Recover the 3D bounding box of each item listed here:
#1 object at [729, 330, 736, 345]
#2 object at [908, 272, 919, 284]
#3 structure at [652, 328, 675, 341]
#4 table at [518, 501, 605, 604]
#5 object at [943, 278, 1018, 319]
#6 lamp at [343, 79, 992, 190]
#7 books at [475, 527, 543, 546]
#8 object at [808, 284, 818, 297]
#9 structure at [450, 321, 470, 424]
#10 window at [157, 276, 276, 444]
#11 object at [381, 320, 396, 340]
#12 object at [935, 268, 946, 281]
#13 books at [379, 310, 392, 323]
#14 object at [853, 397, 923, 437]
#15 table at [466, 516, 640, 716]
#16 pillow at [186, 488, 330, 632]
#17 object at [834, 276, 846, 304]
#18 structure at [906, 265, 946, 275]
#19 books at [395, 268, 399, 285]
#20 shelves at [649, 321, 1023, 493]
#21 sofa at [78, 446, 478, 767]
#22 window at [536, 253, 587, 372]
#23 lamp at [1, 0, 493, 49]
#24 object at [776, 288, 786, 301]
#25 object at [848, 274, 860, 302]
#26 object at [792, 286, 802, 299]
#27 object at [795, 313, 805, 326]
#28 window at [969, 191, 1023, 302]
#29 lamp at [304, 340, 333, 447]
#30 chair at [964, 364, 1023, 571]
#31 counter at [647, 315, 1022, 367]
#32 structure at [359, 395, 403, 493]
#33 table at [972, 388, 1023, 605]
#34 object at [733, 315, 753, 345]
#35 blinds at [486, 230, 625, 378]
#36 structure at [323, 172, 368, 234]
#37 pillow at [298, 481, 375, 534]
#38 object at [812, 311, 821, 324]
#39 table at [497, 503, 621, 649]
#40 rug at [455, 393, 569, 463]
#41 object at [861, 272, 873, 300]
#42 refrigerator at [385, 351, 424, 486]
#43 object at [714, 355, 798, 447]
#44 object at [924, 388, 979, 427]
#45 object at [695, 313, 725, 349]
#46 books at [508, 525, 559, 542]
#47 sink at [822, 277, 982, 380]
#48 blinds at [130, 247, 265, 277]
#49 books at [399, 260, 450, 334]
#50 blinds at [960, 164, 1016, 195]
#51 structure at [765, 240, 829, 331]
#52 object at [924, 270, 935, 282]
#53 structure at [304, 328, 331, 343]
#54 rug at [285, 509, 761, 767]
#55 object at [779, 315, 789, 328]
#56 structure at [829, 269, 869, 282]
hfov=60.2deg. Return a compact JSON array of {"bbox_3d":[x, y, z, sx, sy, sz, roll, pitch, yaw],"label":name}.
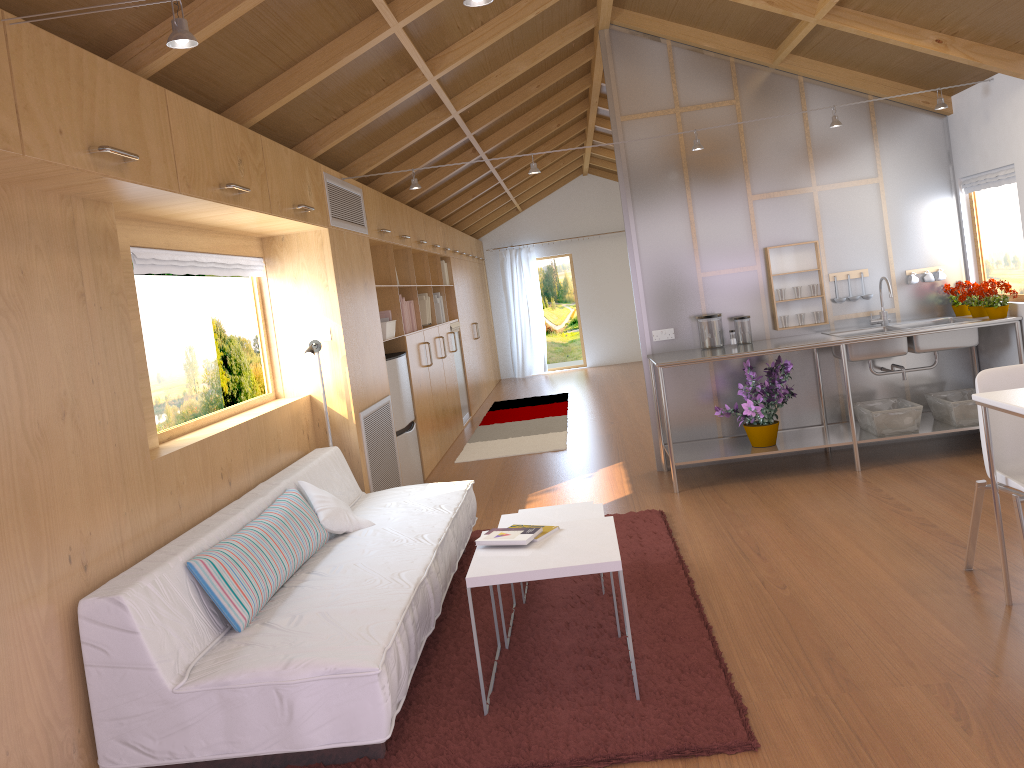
[{"bbox_3d":[1.409,-0.298,5.640,0.037,0.092,0.037,-7,2,19],"label":"object"},{"bbox_3d":[2.595,-0.685,5.717,0.059,0.080,0.063,-8,3,4],"label":"object"},{"bbox_3d":[1.004,-0.326,5.858,0.142,0.071,0.011,-7,2,4],"label":"structure"},{"bbox_3d":[0.208,0.727,3.856,0.341,0.308,0.371,-7,4,4],"label":"table"},{"bbox_3d":[2.843,-0.521,5.393,0.233,0.234,0.692,-7,5,5],"label":"object"},{"bbox_3d":[0.878,-1.427,5.205,3.825,0.152,0.073,-7,2,4],"label":"lamp"},{"bbox_3d":[-0.010,0.531,3.081,0.192,0.016,0.154,-5,6,24],"label":"books"},{"bbox_3d":[1.960,-0.608,5.742,0.061,0.077,0.061,-9,3,-22],"label":"object"},{"bbox_3d":[-0.676,-0.113,9.441,0.315,1.076,0.728,-8,3,5],"label":"structure"},{"bbox_3d":[-1.437,-0.222,4.179,0.035,0.787,1.504,-8,5,5],"label":"window"},{"bbox_3d":[-0.944,-0.373,6.262,0.203,0.122,0.351,-7,5,4],"label":"object"},{"bbox_3d":[2.765,-0.707,5.704,0.059,0.080,0.063,-8,3,4],"label":"object"},{"bbox_3d":[-0.944,-0.428,6.385,0.150,0.192,0.089,-8,2,4],"label":"books"},{"bbox_3d":[2.292,0.202,5.402,0.298,0.158,0.416,-7,5,4],"label":"object"},{"bbox_3d":[0.142,0.759,2.994,0.485,0.437,0.527,-7,4,4],"label":"table"},{"bbox_3d":[-0.911,0.624,3.340,0.171,0.251,1.047,-8,6,5],"label":"pillow"},{"bbox_3d":[2.119,-0.612,5.730,0.074,0.182,0.075,-6,2,36],"label":"object"},{"bbox_3d":[2.681,-0.735,5.715,0.250,0.032,0.041,-7,4,4],"label":"structure"},{"bbox_3d":[-0.984,-0.887,6.773,0.175,0.296,0.280,-8,3,4],"label":"books"},{"bbox_3d":[1.970,0.109,5.490,2.090,0.751,0.635,-7,3,4],"label":"shelves"},{"bbox_3d":[-0.692,0.730,3.609,0.862,0.626,2.366,-7,6,5],"label":"sofa"},{"bbox_3d":[0.620,-1.098,13.811,0.874,1.782,0.026,-8,1,4],"label":"window"},{"bbox_3d":[0.665,-1.070,2.022,3.825,0.152,0.073,-7,2,4],"label":"lamp"},{"bbox_3d":[1.755,-0.581,5.756,0.061,0.077,0.062,-7,3,16],"label":"object"},{"bbox_3d":[2.204,-0.623,5.723,0.074,0.182,0.075,-6,2,36],"label":"object"},{"bbox_3d":[1.857,-0.594,5.749,0.061,0.077,0.061,-9,3,-22],"label":"object"},{"bbox_3d":[1.881,-0.419,5.753,0.061,0.077,0.061,-9,3,-22],"label":"object"},{"bbox_3d":[2.956,-0.893,5.316,0.026,0.793,0.727,-8,3,5],"label":"window"},{"bbox_3d":[-0.973,0.350,4.786,0.183,1.194,0.254,-8,2,-20],"label":"lamp"},{"bbox_3d":[1.953,0.335,3.154,0.531,0.784,0.549,-8,3,4],"label":"chair"},{"bbox_3d":[1.917,-0.281,5.480,2.107,0.021,0.653,-7,6,4],"label":"counter"},{"bbox_3d":[-0.788,0.474,5.436,0.013,0.719,0.823,-8,4,5],"label":"structure"},{"bbox_3d":[2.226,0.375,2.616,1.208,0.741,0.903,-7,4,4],"label":"table"},{"bbox_3d":[1.498,-0.349,5.729,0.113,0.176,0.114,-7,3,25],"label":"object"},{"bbox_3d":[1.145,-1.266,13.605,2.845,2.032,0.233,-8,1,3],"label":"blinds"},{"bbox_3d":[-1.003,-1.083,5.373,0.013,0.299,0.907,-8,5,5],"label":"structure"},{"bbox_3d":[-0.793,0.542,3.956,0.269,0.251,0.345,-10,5,-32],"label":"pillow"},{"bbox_3d":[1.984,-0.432,5.746,0.061,0.077,0.061,-9,3,-22],"label":"object"},{"bbox_3d":[0.176,0.735,3.455,0.424,0.382,0.461,-7,4,4],"label":"table"},{"bbox_3d":[0.110,0.380,9.031,0.916,0.011,3.740,-7,6,5],"label":"rug"},{"bbox_3d":[2.289,-0.634,5.717,0.074,0.182,0.075,-6,2,36],"label":"object"},{"bbox_3d":[-0.837,0.292,6.289,0.261,0.984,0.716,-8,3,5],"label":"refrigerator"},{"bbox_3d":[1.519,0.106,5.407,0.525,0.551,0.352,-8,3,-4],"label":"object"},{"bbox_3d":[2.741,0.144,5.370,0.298,0.158,0.416,-7,5,4],"label":"object"},{"bbox_3d":[1.287,-0.341,5.724,0.171,0.215,0.173,-7,3,18],"label":"object"},{"bbox_3d":[0.048,0.532,3.147,0.192,0.016,0.154,-4,7,34],"label":"books"},{"bbox_3d":[2.380,-0.350,5.473,0.809,0.639,0.566,-7,3,4],"label":"sink"},{"bbox_3d":[-1.432,-0.564,4.167,0.047,0.110,1.505,-8,6,5],"label":"blinds"},{"bbox_3d":[-0.854,-0.860,8.228,0.188,0.656,3.124,-8,6,5],"label":"books"},{"bbox_3d":[2.868,-1.228,5.310,0.047,0.110,0.728,-8,6,5],"label":"blinds"},{"bbox_3d":[1.852,-0.640,5.756,0.327,0.544,0.077,-8,1,4],"label":"structure"},{"bbox_3d":[2.688,-0.695,5.705,0.059,0.081,0.063,-7,3,12],"label":"object"},{"bbox_3d":[-1.078,-0.270,4.907,0.142,0.071,0.011,-7,2,4],"label":"structure"},{"bbox_3d":[-0.193,0.969,3.693,1.883,0.020,2.493,-7,6,4],"label":"rug"},{"bbox_3d":[1.779,-0.406,5.761,0.061,0.077,0.062,-7,3,16],"label":"object"},{"bbox_3d":[2.196,-0.709,5.761,0.250,0.051,0.016,-7,2,4],"label":"structure"}]
